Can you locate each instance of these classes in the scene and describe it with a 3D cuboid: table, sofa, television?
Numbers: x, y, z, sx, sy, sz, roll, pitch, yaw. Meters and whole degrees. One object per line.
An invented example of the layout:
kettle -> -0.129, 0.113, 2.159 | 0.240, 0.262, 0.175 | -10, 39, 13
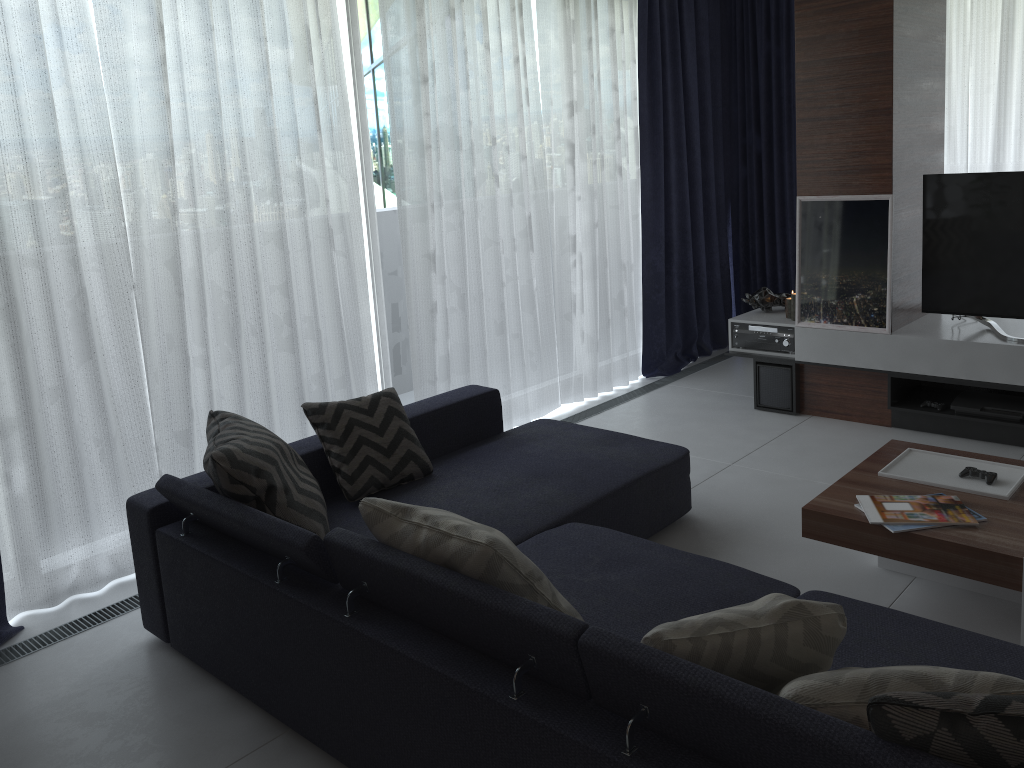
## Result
table -> 1.505, 0.515, 2.887 | 0.804, 0.347, 0.815 | 9, 18, 42
sofa -> 0.431, 0.519, 2.649 | 2.888, 0.598, 1.922 | 9, 19, 42
television -> 2.550, -0.595, 4.082 | 1.237, 0.774, 0.301 | 8, 16, 42

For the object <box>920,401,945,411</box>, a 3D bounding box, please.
object -> 2.118, 0.104, 4.436 | 0.071, 0.036, 0.113 | -13, 16, -32

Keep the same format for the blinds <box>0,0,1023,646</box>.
blinds -> 1.311, -0.561, 2.351 | 7.216, 2.728, 5.836 | -17, 18, -42

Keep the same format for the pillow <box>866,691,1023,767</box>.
pillow -> 0.770, 0.619, 1.400 | 0.415, 0.380, 0.225 | -1, 11, 13

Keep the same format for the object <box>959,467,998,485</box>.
object -> 1.567, 0.302, 2.962 | 0.071, 0.036, 0.113 | -13, 16, -32

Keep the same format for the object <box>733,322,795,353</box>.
object -> 1.533, -0.297, 5.124 | 0.371, 0.148, 0.373 | 9, 19, 42

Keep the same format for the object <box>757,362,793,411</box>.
object -> 1.550, -0.008, 5.030 | 0.214, 0.247, 0.257 | 7, 16, 42

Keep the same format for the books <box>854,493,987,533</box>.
books -> 4.909, 0.614, 1.274 | 8.238, 0.367, 0.412 | 2, 14, 22

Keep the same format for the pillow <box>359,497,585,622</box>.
pillow -> -0.100, 0.467, 2.209 | 0.497, 0.382, 0.347 | 8, 17, 42

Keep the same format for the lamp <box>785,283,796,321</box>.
lamp -> 1.595, -0.471, 4.984 | 0.077, 0.208, 0.156 | -4, 11, 2

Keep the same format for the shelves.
shelves -> 2.391, -0.076, 4.647 | 2.362, 0.491, 0.883 | 9, 19, 42

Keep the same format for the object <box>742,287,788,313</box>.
object -> 1.525, -0.505, 5.254 | 0.311, 0.148, 0.139 | -4, 12, 1

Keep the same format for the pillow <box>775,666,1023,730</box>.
pillow -> 0.674, 0.603, 1.629 | 0.415, 0.290, 0.336 | -3, 12, 5

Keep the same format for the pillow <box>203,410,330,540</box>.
pillow -> -0.783, 0.369, 2.838 | 0.356, 0.510, 0.606 | -7, 13, -16

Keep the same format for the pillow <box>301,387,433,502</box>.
pillow -> -0.530, 0.213, 3.338 | 0.419, 0.339, 0.288 | -15, 16, -41

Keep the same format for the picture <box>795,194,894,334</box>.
picture -> 1.716, -0.626, 4.584 | 0.502, 0.689, 0.053 | 7, 14, 43

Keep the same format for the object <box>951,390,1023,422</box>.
object -> 2.362, 0.100, 4.323 | 0.316, 0.066, 0.317 | 9, 19, 42

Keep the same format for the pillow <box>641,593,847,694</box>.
pillow -> 0.446, 0.566, 1.799 | 0.418, 0.346, 0.285 | -5, 12, -4
